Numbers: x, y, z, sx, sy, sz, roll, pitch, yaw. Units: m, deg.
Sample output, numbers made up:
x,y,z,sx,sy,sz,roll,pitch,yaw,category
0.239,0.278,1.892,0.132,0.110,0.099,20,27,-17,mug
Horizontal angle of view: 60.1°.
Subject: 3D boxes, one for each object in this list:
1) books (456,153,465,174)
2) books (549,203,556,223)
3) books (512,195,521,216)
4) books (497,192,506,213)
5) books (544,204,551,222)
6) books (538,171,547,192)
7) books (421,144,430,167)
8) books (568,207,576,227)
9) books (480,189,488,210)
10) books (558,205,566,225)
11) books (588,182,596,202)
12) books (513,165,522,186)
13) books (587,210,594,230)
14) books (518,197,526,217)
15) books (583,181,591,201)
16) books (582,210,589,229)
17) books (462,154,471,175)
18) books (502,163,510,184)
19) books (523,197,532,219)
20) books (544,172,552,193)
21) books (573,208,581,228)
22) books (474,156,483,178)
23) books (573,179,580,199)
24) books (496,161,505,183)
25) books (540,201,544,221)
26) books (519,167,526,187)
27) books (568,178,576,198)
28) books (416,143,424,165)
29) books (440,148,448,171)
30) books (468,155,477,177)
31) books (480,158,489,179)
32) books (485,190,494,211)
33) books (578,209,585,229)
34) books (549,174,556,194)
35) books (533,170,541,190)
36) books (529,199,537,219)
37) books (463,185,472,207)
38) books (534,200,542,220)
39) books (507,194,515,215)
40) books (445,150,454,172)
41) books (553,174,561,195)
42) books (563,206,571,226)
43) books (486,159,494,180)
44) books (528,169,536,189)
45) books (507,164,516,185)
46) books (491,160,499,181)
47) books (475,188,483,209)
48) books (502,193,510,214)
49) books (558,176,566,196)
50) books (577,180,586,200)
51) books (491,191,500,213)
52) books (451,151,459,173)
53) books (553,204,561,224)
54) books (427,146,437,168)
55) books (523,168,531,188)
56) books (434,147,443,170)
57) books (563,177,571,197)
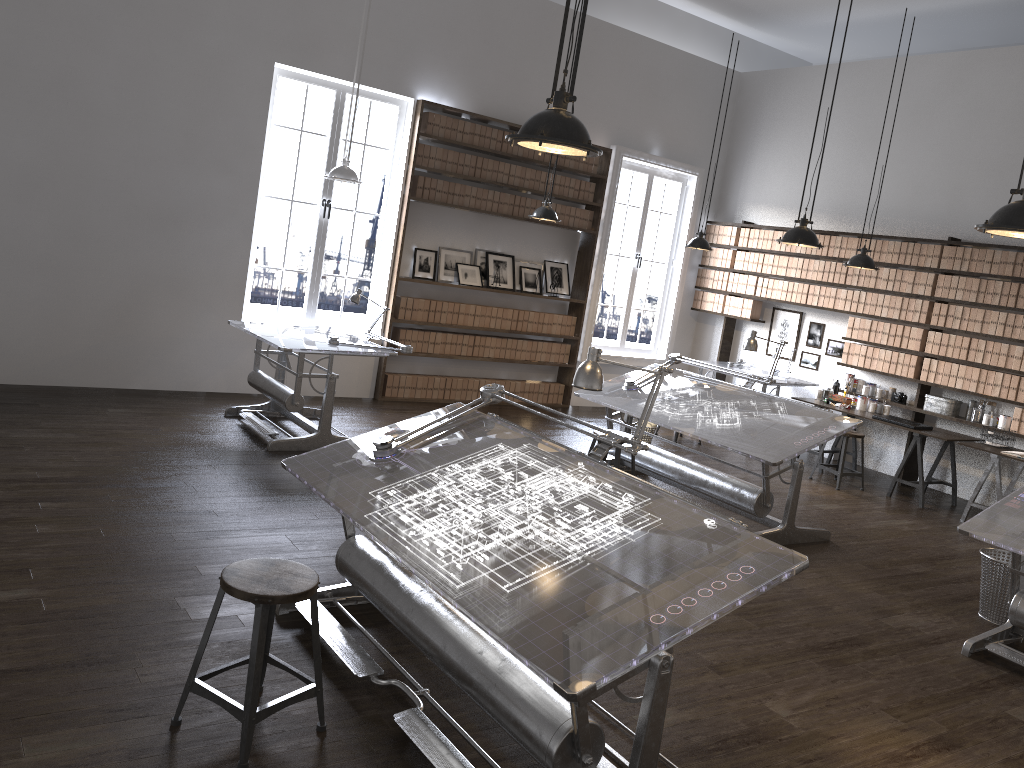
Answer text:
x,y,z,sx,sy,sz,roll,pitch,yaw,category
-0.570,-2.270,9.128,0.066,0.224,0.176,5,8,-35,books
0.398,-1.909,9.875,0.066,0.224,0.176,5,8,-35,books
0.005,-1.930,9.594,0.067,0.224,0.176,5,8,-35,books
-0.159,-1.939,9.475,0.067,0.224,0.176,5,8,-35,books
0.346,-1.913,9.840,0.066,0.224,0.176,5,8,-35,books
0.288,-2.223,9.730,0.067,0.224,0.176,5,8,-35,books
-0.904,-2.287,8.891,0.066,0.224,0.176,5,8,-35,books
0.628,-1.897,10.038,0.066,0.224,0.176,5,8,-35,books
-0.338,-1.950,9.358,0.066,0.224,0.176,5,8,-35,books
0.513,-1.904,9.959,0.066,0.224,0.176,5,8,-35,books
0.862,-2.192,10.140,0.066,0.224,0.176,5,8,-35,books
0.011,-2.238,9.536,0.066,0.224,0.176,5,8,-35,books
0.848,-1.886,10.196,0.066,0.224,0.176,5,8,-35,books
0.063,-1.928,9.641,0.066,0.224,0.176,5,8,-35,books
0.799,-2.196,10.099,0.066,0.224,0.176,5,8,-35,books
0.792,-1.888,10.155,0.066,0.224,0.176,5,8,-35,books
-0.510,-2.266,9.166,0.066,0.224,0.176,5,8,-35,books
-0.109,-2.244,9.451,0.066,0.224,0.176,5,8,-35,books
0.123,-1.924,9.678,0.066,0.224,0.176,5,8,-35,books
0.346,-2.220,9.773,0.066,0.224,0.176,5,8,-35,books
0.689,-1.893,10.077,0.066,0.224,0.176,5,8,-35,books
-0.390,-2.259,9.249,0.067,0.224,0.176,5,8,-35,books
0.678,-2.203,10.013,0.066,0.224,0.176,5,8,-35,books
-0.166,-2.247,9.407,0.066,0.224,0.176,5,8,-35,books
0.294,-1.914,9.798,0.067,0.224,0.176,5,8,-35,books
0.061,-2.236,9.574,0.066,0.224,0.176,5,8,-35,books
0.622,-2.205,9.968,0.066,0.224,0.176,5,8,-35,books
-0.961,-2.291,8.852,0.066,0.224,0.176,5,8,-35,books
-0.736,-2.278,9.009,0.066,0.224,0.176,5,8,-35,books
-0.455,-2.264,9.210,0.066,0.224,0.176,5,8,-35,books
-0.333,-2.257,9.296,0.066,0.224,0.176,5,8,-35,books
-0.279,-1.946,9.395,0.066,0.224,0.176,5,8,-35,books
0.743,-1.890,10.115,0.067,0.224,0.176,5,8,-35,books
0.396,-2.217,9.811,0.066,0.224,0.176,5,8,-35,books
0.229,-2.227,9.693,0.066,0.224,0.176,5,8,-35,books
0.179,-1.922,9.723,0.066,0.224,0.176,5,8,-35,books
-0.509,-1.958,9.232,0.066,0.224,0.176,5,8,-35,books
0.236,-1.919,9.764,0.066,0.224,0.176,5,8,-35,books
-0.059,-1.935,9.555,0.066,0.224,0.176,5,8,-35,books
-0.679,-2.274,9.043,0.067,0.224,0.176,5,8,-35,books
0.453,-2.213,9.846,0.067,0.224,0.176,5,8,-35,books
0.569,-1.901,10.001,0.066,0.224,0.176,5,8,-35,books
-0.279,-2.254,9.332,0.066,0.224,0.176,5,8,-35,books
0.171,-2.230,9.654,0.066,0.224,0.176,5,8,-35,books
-0.047,-2.241,9.493,0.067,0.224,0.176,5,8,-35,books
-0.225,-2.250,9.365,0.067,0.224,0.176,5,8,-35,books
-0.394,-1.952,9.316,0.066,0.224,0.176,5,8,-35,books
-0.110,-1.937,9.516,0.066,0.224,0.176,5,8,-35,books
0.505,-2.212,9.889,0.066,0.224,0.176,5,8,-35,books
0.742,-2.198,10.051,0.067,0.224,0.176,5,8,-35,books
-0.218,-1.942,9.434,0.066,0.224,0.176,5,8,-35,books
-0.628,-2.273,9.087,0.066,0.224,0.176,5,8,-35,books
0.458,-1.906,9.915,0.067,0.224,0.176,5,8,-35,books
-0.844,-2.284,8.928,0.067,0.224,0.176,5,8,-35,books
0.118,-2.232,9.608,0.067,0.224,0.176,5,8,-35,books
-0.786,-2.281,8.971,0.066,0.224,0.176,5,8,-35,books
0.562,-2.209,9.930,0.066,0.224,0.176,5,8,-35,books
